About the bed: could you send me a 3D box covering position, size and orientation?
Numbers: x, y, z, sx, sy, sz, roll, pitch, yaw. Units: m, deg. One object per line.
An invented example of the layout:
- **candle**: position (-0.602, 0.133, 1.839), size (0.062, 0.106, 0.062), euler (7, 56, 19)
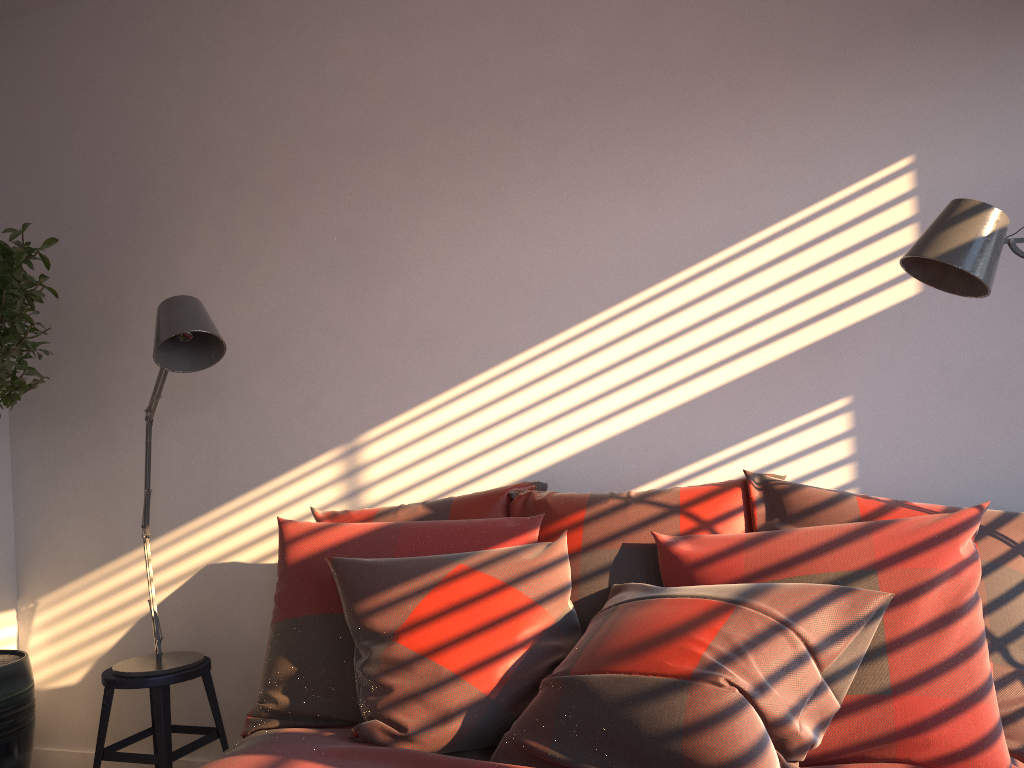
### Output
- **bed**: position (0.038, 0.852, 1.473), size (2.038, 0.768, 2.316), euler (-4, -4, 19)

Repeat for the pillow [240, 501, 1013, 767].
- **pillow**: position (0.164, 0.575, 2.112), size (1.816, 0.550, 0.528), euler (-5, -3, 20)

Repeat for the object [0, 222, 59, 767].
- **object**: position (-1.836, 0.427, 2.788), size (0.814, 2.017, 0.801), euler (-4, -2, 22)

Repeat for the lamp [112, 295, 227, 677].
- **lamp**: position (-1.062, 0.339, 2.695), size (0.279, 1.125, 0.790), euler (-3, -2, -30)

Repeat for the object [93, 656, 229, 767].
- **object**: position (-1.146, 1.163, 2.895), size (0.338, 0.479, 0.342), euler (-4, -2, 19)

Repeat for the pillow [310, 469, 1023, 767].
- **pillow**: position (0.230, 0.595, 2.053), size (2.144, 0.732, 1.145), euler (-4, -3, 17)

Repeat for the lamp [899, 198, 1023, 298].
- **lamp**: position (1.263, 0.150, 1.881), size (0.789, 1.126, 0.279), euler (-4, -1, 11)
